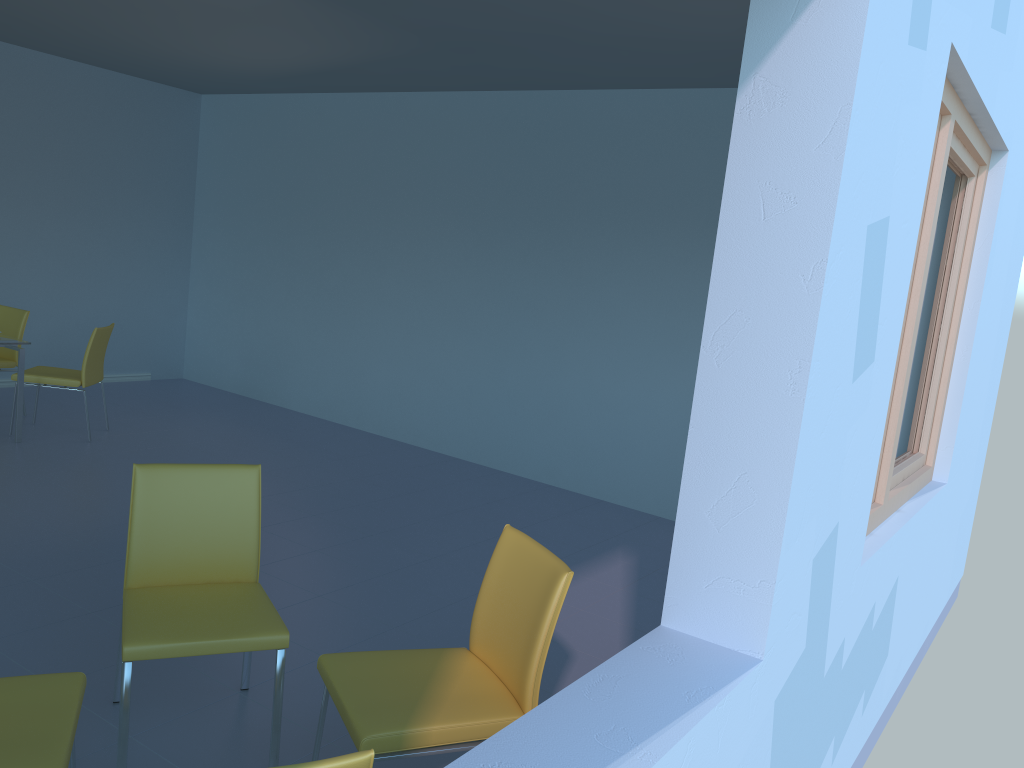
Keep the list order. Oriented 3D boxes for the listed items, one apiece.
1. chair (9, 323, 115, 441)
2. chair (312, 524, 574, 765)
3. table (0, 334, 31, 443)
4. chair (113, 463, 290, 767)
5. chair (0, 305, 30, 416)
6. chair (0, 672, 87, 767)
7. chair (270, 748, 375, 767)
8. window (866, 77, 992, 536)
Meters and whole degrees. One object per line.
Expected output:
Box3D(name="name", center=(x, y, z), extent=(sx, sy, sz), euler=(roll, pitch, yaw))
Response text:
Box3D(name="chair", center=(-2.761, -0.041, 5.486), extent=(0.484, 0.695, 0.387), euler=(5, 8, -9))
Box3D(name="chair", center=(-0.172, 0.720, 2.073), extent=(0.484, 0.695, 0.387), euler=(3, 8, -26))
Box3D(name="table", center=(-3.510, -0.032, 5.205), extent=(1.173, 0.590, 0.730), euler=(12, 9, 33))
Box3D(name="chair", center=(-0.834, 0.604, 2.362), extent=(0.387, 0.695, 0.484), euler=(3, 8, -26))
Box3D(name="chair", center=(-3.434, -0.150, 5.711), extent=(0.387, 0.695, 0.484), euler=(11, 9, 30))
Box3D(name="chair", center=(-1.089, 0.669, 1.671), extent=(0.484, 0.699, 0.387), euler=(4, 8, -21))
Box3D(name="chair", center=(-0.456, 0.783, 1.363), extent=(0.387, 0.695, 0.484), euler=(4, 8, -21))
Box3D(name="window", center=(1.246, -0.222, 2.808), extent=(0.142, 1.263, 1.475), euler=(12, 9, 33))
